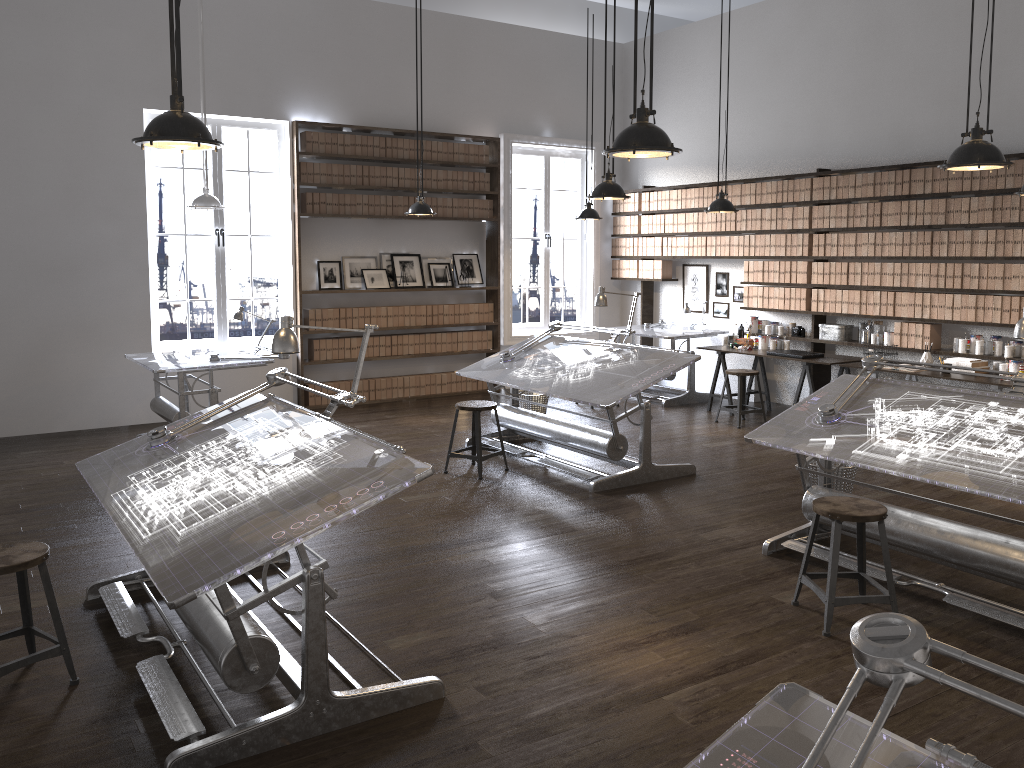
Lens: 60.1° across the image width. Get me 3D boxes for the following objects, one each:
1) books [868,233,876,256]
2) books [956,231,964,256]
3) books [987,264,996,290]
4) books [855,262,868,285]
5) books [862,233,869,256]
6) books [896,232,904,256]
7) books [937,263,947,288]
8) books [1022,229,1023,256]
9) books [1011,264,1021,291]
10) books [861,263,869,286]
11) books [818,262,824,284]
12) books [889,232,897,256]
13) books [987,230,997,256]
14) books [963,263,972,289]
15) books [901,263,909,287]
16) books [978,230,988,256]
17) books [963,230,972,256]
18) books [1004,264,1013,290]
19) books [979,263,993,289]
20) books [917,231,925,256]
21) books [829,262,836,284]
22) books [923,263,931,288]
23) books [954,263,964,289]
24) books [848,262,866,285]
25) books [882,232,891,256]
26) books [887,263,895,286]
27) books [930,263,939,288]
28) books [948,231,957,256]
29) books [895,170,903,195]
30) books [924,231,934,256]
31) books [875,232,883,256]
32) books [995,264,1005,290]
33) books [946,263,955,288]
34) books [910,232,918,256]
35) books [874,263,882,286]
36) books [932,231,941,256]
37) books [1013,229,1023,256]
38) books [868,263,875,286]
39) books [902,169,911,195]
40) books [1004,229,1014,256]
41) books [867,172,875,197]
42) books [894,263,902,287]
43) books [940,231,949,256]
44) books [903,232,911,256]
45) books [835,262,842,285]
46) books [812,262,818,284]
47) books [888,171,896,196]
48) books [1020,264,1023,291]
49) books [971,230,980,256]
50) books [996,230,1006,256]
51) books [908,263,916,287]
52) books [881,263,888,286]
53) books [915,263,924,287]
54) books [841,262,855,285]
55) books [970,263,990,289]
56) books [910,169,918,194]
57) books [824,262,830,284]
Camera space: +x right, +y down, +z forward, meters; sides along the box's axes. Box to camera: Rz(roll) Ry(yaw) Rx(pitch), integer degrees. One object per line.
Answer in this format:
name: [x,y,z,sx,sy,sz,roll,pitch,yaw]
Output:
books: [3.414,-1.299,8.273,0.175,0.225,0.067,-4,7,-33]
books: [3.878,-1.197,7.569,0.175,0.224,0.067,-4,7,-33]
books: [4.033,-0.887,7.357,0.175,0.224,0.067,-4,7,-33]
books: [3.340,-1.041,8.413,0.175,0.224,0.067,-4,7,-33]
books: [3.376,-1.308,8.335,0.175,0.224,0.067,-4,7,-33]
books: [3.566,-1.265,8.036,0.175,0.224,0.067,-4,7,-33]
books: [3.793,-0.940,7.721,0.175,0.224,0.067,-4,7,-33]
books: [4.173,-1.129,7.105,0.175,0.224,0.067,-4,7,-33]
books: [4.138,-0.863,7.190,0.175,0.224,0.067,-4,7,-33]
books: [3.382,-1.033,8.356,0.175,0.224,0.067,-4,7,-33]
books: [3.109,-1.092,8.764,0.175,0.224,0.067,-4,7,-33]
books: [3.530,-1.274,8.099,0.175,0.224,0.067,-4,7,-33]
books: [4.020,-1.164,7.342,0.175,0.225,0.067,-4,7,-33]
books: [3.917,-0.913,7.535,0.175,0.224,0.067,-4,7,-33]
books: [3.605,-0.983,8.012,0.175,0.224,0.067,-4,7,-33]
books: [3.983,-1.172,7.403,0.175,0.224,0.067,-4,7,-33]
books: [3.909,-1.188,7.510,0.175,0.225,0.067,-4,7,-33]
books: [4.105,-0.871,7.244,0.175,0.224,0.067,-4,7,-33]
books: [3.994,-0.896,7.416,0.175,0.224,0.067,-4,7,-33]
books: [3.681,-1.241,7.872,0.175,0.224,0.067,-4,7,-33]
books: [3.187,-1.076,8.653,0.175,0.224,0.067,-4,7,-33]
books: [3.716,-0.956,7.832,0.175,0.224,0.067,-4,7,-33]
books: [3.872,-0.922,7.595,0.175,0.225,0.067,-4,7,-33]
books: [3.305,-1.050,8.475,0.175,0.224,0.067,-4,7,-33]
books: [3.495,-1.282,8.159,0.175,0.224,0.067,-4,7,-33]
books: [3.525,-1.000,8.131,0.175,0.224,0.067,-4,7,-33]
books: [3.755,-0.948,7.772,0.175,0.225,0.067,-4,7,-33]
books: [3.839,-1.205,7.629,0.175,0.224,0.067,-4,7,-33]
books: [3.554,-1.816,8.017,0.175,0.224,0.067,-4,7,-33]
books: [3.717,-1.231,7.807,0.175,0.225,0.067,-4,7,-33]
books: [3.455,-1.291,8.216,0.175,0.224,0.067,-4,7,-33]
books: [4.065,-0.879,7.297,0.175,0.225,0.067,-4,7,-33]
books: [3.836,-0.931,7.659,0.175,0.224,0.067,-4,7,-33]
books: [3.644,-1.248,7.925,0.175,0.224,0.067,-4,7,-33]
books: [3.452,-1.015,8.237,0.175,0.225,0.067,-4,7,-33]
books: [3.762,-1.223,7.748,0.175,0.224,0.067,-4,7,-33]
books: [4.136,-1.138,7.167,0.175,0.224,0.067,-4,7,-33]
books: [3.421,-1.024,8.297,0.175,0.224,0.067,-4,7,-33]
books: [3.590,-1.807,7.951,0.175,0.225,0.067,-4,7,-33]
books: [4.101,-1.147,7.228,0.175,0.224,0.067,-4,7,-33]
books: [3.396,-1.850,8.248,0.175,0.225,0.067,-4,7,-33]
books: [3.563,-0.991,8.069,0.175,0.225,0.067,-4,7,-33]
books: [3.797,-1.214,7.686,0.175,0.224,0.067,-4,7,-33]
books: [3.605,-1.256,7.976,0.175,0.225,0.067,-4,7,-33]
books: [3.224,-1.068,8.599,0.175,0.224,0.067,-4,7,-33]
books: [3.073,-1.101,8.826,0.175,0.224,0.067,-4,7,-33]
books: [3.511,-1.825,8.074,0.175,0.224,0.067,-4,7,-33]
books: [4.172,-0.855,7.134,0.175,0.225,0.067,-4,7,-33]
books: [3.950,-1.180,7.457,0.175,0.224,0.067,-4,7,-33]
books: [4.062,-1.155,7.285,0.175,0.224,0.067,-4,7,-33]
books: [3.644,-0.974,7.955,0.175,0.224,0.067,-4,7,-33]
books: [3.493,-1.008,8.184,0.175,0.224,0.067,-4,7,-33]
books: [3.679,-0.966,7.895,0.175,0.224,0.067,-4,7,-33]
books: [3.260,-1.059,8.535,0.175,0.225,0.067,-4,7,-33]
books: [3.952,-0.904,7.473,0.175,0.224,0.067,-4,7,-33]
books: [3.635,-1.798,7.892,0.175,0.224,0.067,-4,7,-33]
books: [3.148,-1.083,8.703,0.175,0.225,0.067,-4,7,-33]
